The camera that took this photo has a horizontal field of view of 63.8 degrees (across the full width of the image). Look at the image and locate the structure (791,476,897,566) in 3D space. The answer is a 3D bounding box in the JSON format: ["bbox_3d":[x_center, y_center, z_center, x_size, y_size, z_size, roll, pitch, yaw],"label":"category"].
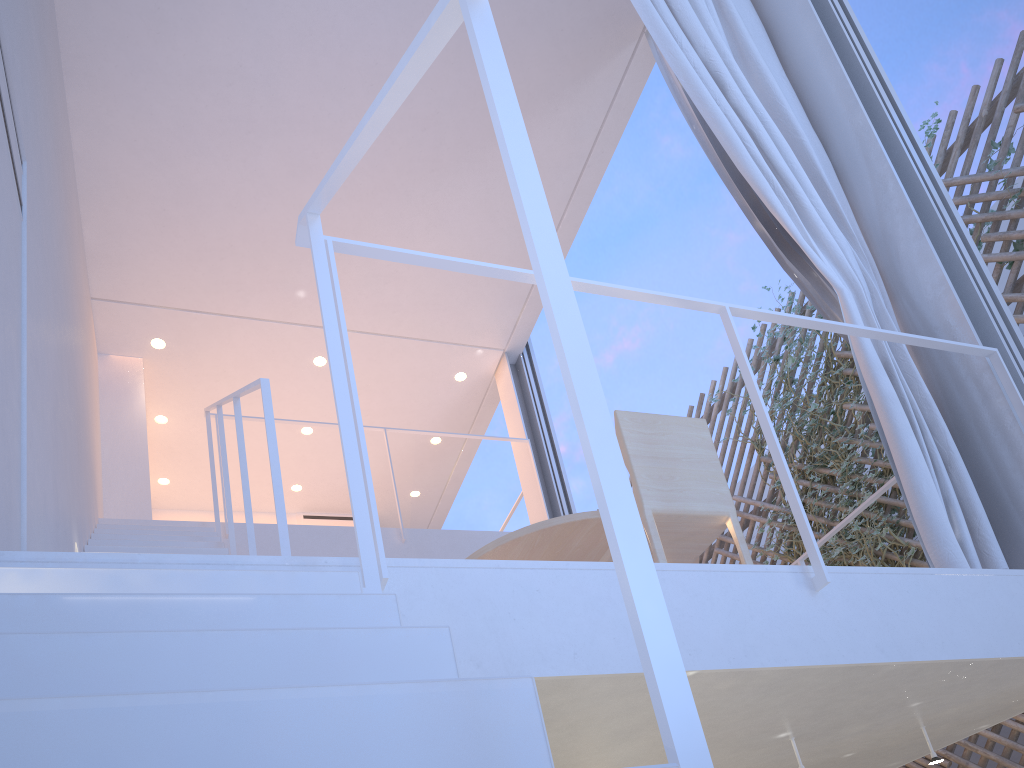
[{"bbox_3d":[0.764,0.912,2.468,0.028,0.467,2.005,-3,-36,-24],"label":"structure"}]

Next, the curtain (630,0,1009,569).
[{"bbox_3d":[0.539,-0.546,1.901,0.515,2.024,0.113,0,-26,-30],"label":"curtain"}]

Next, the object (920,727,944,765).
[{"bbox_3d":[-0.175,1.565,1.953,1.682,0.690,2.167,5,-39,-23],"label":"object"}]

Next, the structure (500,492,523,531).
[{"bbox_3d":[-0.121,1.223,4.500,0.028,0.467,2.008,-3,-36,-24],"label":"structure"}]

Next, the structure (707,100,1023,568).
[{"bbox_3d":[1.832,0.390,3.964,0.746,2.274,2.747,1,-33,-30],"label":"structure"}]

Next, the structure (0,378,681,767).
[{"bbox_3d":[0.206,0.099,1.238,1.725,2.765,4.314,-1,-34,-23],"label":"structure"}]

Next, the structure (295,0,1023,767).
[{"bbox_3d":[0.737,0.031,0.481,1.366,1.492,1.700,1,-33,-23],"label":"structure"}]

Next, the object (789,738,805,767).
[{"bbox_3d":[0.529,0.691,1.523,0.029,0.066,0.034,-7,-26,-15],"label":"object"}]
